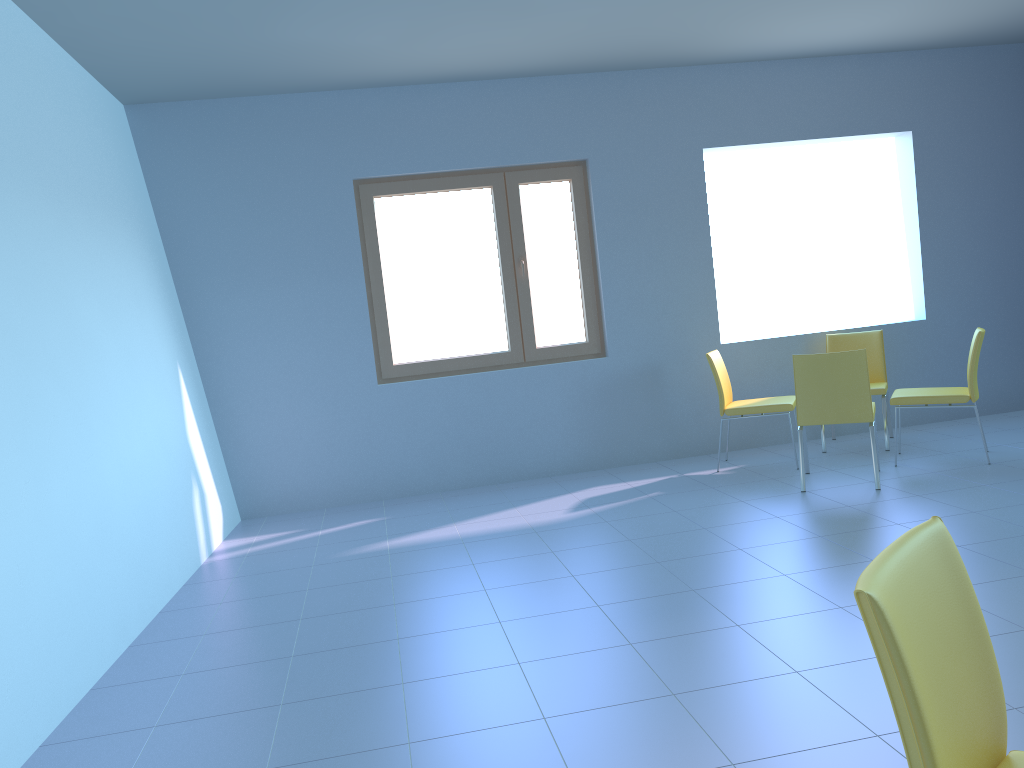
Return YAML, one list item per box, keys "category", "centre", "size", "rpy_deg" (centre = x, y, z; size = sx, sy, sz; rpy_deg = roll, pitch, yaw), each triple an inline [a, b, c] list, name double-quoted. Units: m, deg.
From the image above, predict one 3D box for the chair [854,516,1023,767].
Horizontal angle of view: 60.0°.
- category: "chair"
  centre: [0.700, 0.545, 1.017]
  size: [0.484, 0.695, 0.387]
  rpy_deg: [-3, 6, 39]

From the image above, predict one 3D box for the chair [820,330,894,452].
- category: "chair"
  centre: [2.149, 0.034, 5.559]
  size: [0.387, 0.695, 0.484]
  rpy_deg: [-4, 5, 27]

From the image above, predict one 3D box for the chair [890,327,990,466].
- category: "chair"
  centre: [2.352, 0.066, 4.877]
  size: [0.484, 0.699, 0.387]
  rpy_deg: [-4, 5, 27]

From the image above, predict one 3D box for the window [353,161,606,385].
- category: "window"
  centre: [-0.183, -0.710, 5.590]
  size: [1.475, 1.263, 0.142]
  rpy_deg: [-7, 4, -9]

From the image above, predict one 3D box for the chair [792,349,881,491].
- category: "chair"
  centre: [1.677, 0.161, 4.594]
  size: [0.387, 0.695, 0.484]
  rpy_deg: [-5, 5, 22]

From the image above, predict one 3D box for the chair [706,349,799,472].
- category: "chair"
  centre: [1.440, 0.134, 5.285]
  size: [0.484, 0.695, 0.387]
  rpy_deg: [-5, 5, 22]
